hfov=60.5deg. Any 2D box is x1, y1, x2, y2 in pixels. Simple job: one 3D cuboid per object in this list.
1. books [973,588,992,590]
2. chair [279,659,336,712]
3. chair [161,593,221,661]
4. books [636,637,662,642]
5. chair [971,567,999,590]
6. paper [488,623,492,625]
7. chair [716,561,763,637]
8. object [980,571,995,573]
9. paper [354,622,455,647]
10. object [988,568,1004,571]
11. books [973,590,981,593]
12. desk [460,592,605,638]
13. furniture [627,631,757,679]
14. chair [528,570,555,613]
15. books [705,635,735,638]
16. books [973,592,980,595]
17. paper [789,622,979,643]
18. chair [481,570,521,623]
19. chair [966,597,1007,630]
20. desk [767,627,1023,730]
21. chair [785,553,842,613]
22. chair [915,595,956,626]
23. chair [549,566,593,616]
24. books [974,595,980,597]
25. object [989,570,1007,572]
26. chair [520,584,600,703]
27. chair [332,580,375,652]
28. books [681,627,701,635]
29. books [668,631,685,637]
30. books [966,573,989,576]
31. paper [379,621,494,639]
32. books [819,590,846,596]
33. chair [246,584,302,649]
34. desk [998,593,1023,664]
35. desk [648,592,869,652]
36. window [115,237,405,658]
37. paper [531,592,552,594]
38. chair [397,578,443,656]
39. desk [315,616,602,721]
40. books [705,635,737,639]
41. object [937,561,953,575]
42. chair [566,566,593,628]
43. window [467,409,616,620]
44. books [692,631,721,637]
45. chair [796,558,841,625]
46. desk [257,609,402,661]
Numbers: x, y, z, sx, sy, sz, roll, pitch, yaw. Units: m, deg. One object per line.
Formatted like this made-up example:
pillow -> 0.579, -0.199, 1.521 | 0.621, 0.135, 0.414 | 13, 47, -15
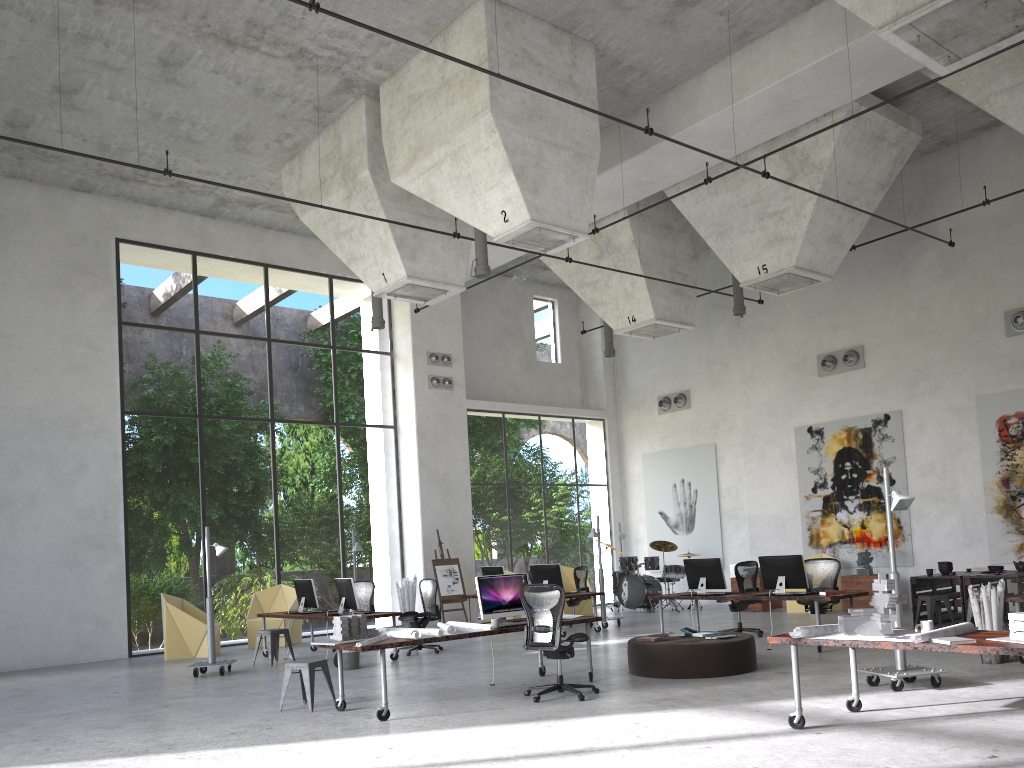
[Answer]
books -> 6.851, 2.981, 12.788 | 0.204, 0.025, 0.146 | -5, -11, 7
chair -> -2.160, 3.172, 9.273 | 0.422, 0.484, 0.441 | -6, -7, 23
chair -> -5.723, 4.256, 15.548 | 0.933, 1.158, 0.993 | -3, -6, -4
books -> 1.623, 3.014, 10.375 | 0.257, 0.032, 0.175 | -13, -14, 41
chair -> 8.014, 3.524, 14.886 | 0.699, 0.811, 0.776 | -8, -8, 35
paper -> -0.268, 2.693, 9.804 | 0.485, 0.001, 0.435 | 3, -12, -28
chair -> 3.561, 3.396, 13.890 | 0.798, 1.173, 0.774 | -7, -7, 34
object -> 7.354, 2.912, 13.581 | 0.235, 0.019, 0.237 | 7, -15, -43
paper -> -1.019, 2.559, 9.068 | 0.891, 0.102, 1.962 | -3, -11, -1
object -> 7.575, 2.910, 13.742 | 0.229, 0.046, 0.232 | -5, -11, 10
books -> 6.848, 3.010, 12.789 | 0.255, 0.032, 0.177 | -5, -11, 12
desk -> 0.338, 4.338, 16.625 | 0.976, 0.716, 3.171 | 3, -12, -38
furniture -> 2.145, 3.232, 10.521 | 1.511, 0.424, 1.529 | 5, -13, -37
chair -> 0.622, 4.328, 17.858 | 0.770, 1.173, 0.802 | -3, -6, 0
books -> 2.429, 2.940, 10.235 | 0.301, 0.039, 0.223 | -2, -11, -4
books -> 6.854, 3.041, 12.783 | 0.284, 0.033, 0.201 | -2, -11, -8
paper -> 2.857, 1.895, 6.770 | 0.979, 0.104, 1.088 | 7, -15, -43
chair -> -0.283, 4.753, 19.709 | 0.981, 1.158, 0.945 | -4, -6, 9
chair -> 6.864, 3.334, 12.751 | 0.438, 0.484, 0.424 | 3, -9, -44
desk -> 3.411, 2.137, 6.119 | 0.976, 0.716, 3.171 | 3, -12, -38
chair -> 6.043, 3.995, 17.632 | 0.936, 1.158, 0.991 | 2, -8, -41
chair -> 6.490, 3.499, 13.498 | 0.419, 0.484, 0.443 | -3, -7, -4
chair -> 1.333, 4.779, 20.318 | 0.978, 1.158, 0.947 | -1, -7, -20
books -> 6.856, 3.075, 12.781 | 0.285, 0.034, 0.200 | -5, -11, 7
object -> 7.578, 2.931, 13.742 | 0.297, 0.024, 0.298 | -9, -12, 28
chair -> 0.443, 2.656, 9.143 | 0.774, 1.173, 0.798 | -6, -6, 24
chair -> -2.681, 3.994, 15.164 | 0.772, 1.173, 0.800 | -5, -6, 14
books -> 2.182, 3.024, 10.719 | 0.206, 0.102, 0.145 | -10, -11, 36
books -> 2.011, 3.056, 10.747 | 0.198, 0.034, 0.289 | -4, -11, 7
books -> 7.003, 2.862, 13.229 | 0.305, 0.030, 0.226 | -7, -11, 18
paper -> -0.816, 2.569, 9.193 | 1.078, 0.104, 0.989 | 6, -14, -39
books -> 4.238, 2.765, 11.629 | 0.285, 0.051, 0.206 | -2, -11, -7
chair -> -4.593, 4.465, 16.961 | 0.980, 1.158, 0.945 | -4, -6, 6
desk -> 6.722, 2.454, 8.733 | 0.965, 0.716, 3.172 | 3, -12, -38
desk -> 3.472, 3.407, 12.721 | 0.976, 0.716, 3.171 | 3, -12, -38
window -> -4.907, 1.375, 18.105 | 5.969, 7.775, 0.068 | 2, -6, -39
paper -> 0.169, 3.983, 16.824 | 1.075, 0.104, 0.991 | 3, -12, -29
chair -> -1.479, 3.722, 14.107 | 0.777, 1.173, 0.795 | -8, -7, 39
desk -> -0.464, 3.004, 9.481 | 3.136, 0.716, 0.986 | 5, -12, -39
books -> 2.431, 2.942, 10.209 | 0.300, 0.031, 0.223 | 2, -12, -24
object -> 6.840, 2.902, 13.854 | 0.214, 0.212, 0.195 | 2, -9, -38
chair -> 1.209, 4.226, 17.502 | 0.794, 1.173, 0.778 | -5, -6, 14
window -> 0.812, 3.169, 21.680 | 4.569, 4.845, 0.020 | 2, -6, -39
books -> 2.329, 2.991, 10.498 | 0.284, 0.033, 0.201 | 2, -12, -26
chair -> 4.468, 3.120, 12.724 | 0.773, 1.173, 0.799 | -5, -6, 19
desk -> -2.972, 4.020, 14.012 | 0.965, 0.716, 3.172 | 3, -12, -38
